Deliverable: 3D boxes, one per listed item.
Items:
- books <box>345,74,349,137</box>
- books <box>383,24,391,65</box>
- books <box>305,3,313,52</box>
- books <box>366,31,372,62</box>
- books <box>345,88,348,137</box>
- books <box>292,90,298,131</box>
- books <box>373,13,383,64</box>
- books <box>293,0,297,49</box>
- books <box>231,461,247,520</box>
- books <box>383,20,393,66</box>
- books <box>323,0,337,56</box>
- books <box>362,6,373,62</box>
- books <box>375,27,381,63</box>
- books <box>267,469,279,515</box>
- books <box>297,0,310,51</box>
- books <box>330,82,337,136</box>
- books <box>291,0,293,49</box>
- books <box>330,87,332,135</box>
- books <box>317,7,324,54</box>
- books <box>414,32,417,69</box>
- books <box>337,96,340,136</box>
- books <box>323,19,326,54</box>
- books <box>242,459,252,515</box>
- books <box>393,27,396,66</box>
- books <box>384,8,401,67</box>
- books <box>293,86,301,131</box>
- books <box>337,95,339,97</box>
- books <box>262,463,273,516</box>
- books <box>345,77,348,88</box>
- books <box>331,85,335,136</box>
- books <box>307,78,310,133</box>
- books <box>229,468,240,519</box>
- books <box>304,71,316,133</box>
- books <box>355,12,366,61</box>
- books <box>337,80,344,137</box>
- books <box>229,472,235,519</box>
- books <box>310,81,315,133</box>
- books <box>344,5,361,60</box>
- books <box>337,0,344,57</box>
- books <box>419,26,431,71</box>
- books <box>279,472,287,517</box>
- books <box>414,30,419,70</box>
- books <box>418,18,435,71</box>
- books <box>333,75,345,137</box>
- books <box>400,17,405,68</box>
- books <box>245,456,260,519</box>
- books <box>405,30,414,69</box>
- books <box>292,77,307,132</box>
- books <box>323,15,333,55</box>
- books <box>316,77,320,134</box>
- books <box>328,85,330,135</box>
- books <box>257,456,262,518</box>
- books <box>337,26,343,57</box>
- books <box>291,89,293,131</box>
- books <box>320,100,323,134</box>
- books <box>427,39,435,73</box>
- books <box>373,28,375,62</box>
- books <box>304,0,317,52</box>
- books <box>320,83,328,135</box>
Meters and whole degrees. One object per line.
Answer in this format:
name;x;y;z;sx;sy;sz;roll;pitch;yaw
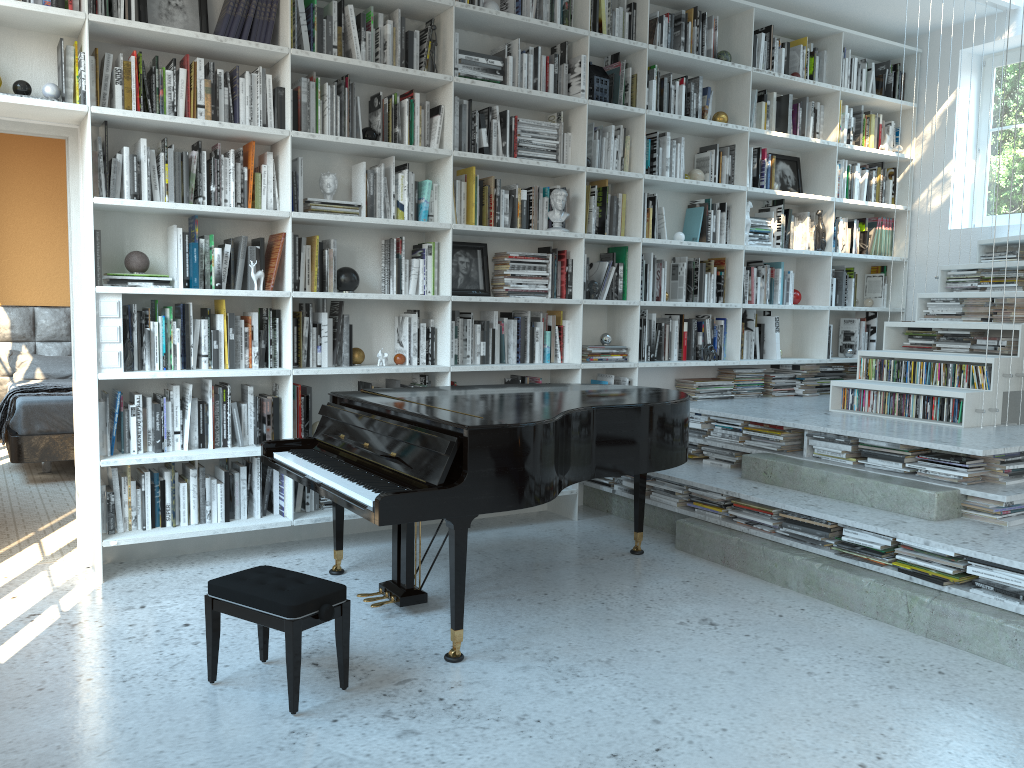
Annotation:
books;-0.843;-1.357;4.418;0.005;0.331;0.161;-2;6;-31
books;-0.657;-1.674;4.474;0.021;0.226;0.191;-2;6;-31
books;-0.990;-1.682;4.283;0.011;0.260;0.157;-2;6;-31
books;-0.746;-1.650;4.436;0.028;0.180;0.168;-2;6;-31
books;-0.850;-1.322;4.406;0.010;0.262;0.158;-2;6;-31
books;-1.072;-1.295;4.296;0.024;0.219;0.140;-2;6;-31
books;-0.689;-1.706;4.479;0.026;0.287;0.137;-2;6;-31
books;-1.056;-1.693;4.242;0.010;0.287;0.148;-2;6;-31
books;-1.326;0.514;4.307;0.027;0.256;0.179;-2;6;-31
books;-0.646;-1.694;4.501;0.028;0.261;0.135;-2;6;-31
books;-0.893;-1.701;4.339;0.023;0.294;0.155;-2;6;-31
books;-0.728;-1.714;4.440;0.012;0.308;0.145;-2;6;-31
books;-0.699;-1.665;4.463;0.010;0.208;0.173;-2;6;-31
books;-1.192;0.499;4.405;0.027;0.276;0.143;-2;6;-31
books;-1.026;-1.688;4.269;0.067;0.275;0.167;-2;6;-31
books;-0.898;-1.328;4.372;0.011;0.279;0.169;-2;6;-31
books;-1.078;-1.691;4.231;0.013;0.284;0.158;-2;6;-31
books;-0.920;-1.317;4.371;0.011;0.256;0.152;-2;6;-31
books;-0.958;-1.673;4.295;0.031;0.242;0.181;-2;6;-31
books;-0.536;-1.678;4.561;0.022;0.223;0.161;-2;6;-31
books;-0.885;-1.293;4.375;0.011;0.209;0.181;-2;6;-31
books;-0.942;-1.655;4.322;0.024;0.201;0.153;-2;6;-31
books;-1.309;0.508;4.344;0.040;0.264;0.137;-2;6;-31
books;-0.627;-1.679;4.510;0.013;0.231;0.141;-2;6;-31
books;-0.610;-1.720;4.504;0.011;0.314;0.183;-2;6;-31
books;-1.049;-1.305;4.293;0.012;0.240;0.134;-2;6;-31
books;-0.889;-1.304;4.401;0.011;0.226;0.129;-2;6;-31
books;-1.231;0.510;4.381;0.065;0.256;0.155;-2;6;-31
books;-0.849;-1.350;4.419;0.005;0.316;0.157;-2;6;-31
books;-0.903;-1.319;4.362;0.009;0.261;0.180;-2;6;-31
books;-1.012;-1.323;4.302;0.012;0.276;0.157;-2;6;-31
books;-1.348;0.530;4.298;0.022;0.225;0.140;-2;6;-31
books;-0.989;-1.346;4.330;0.011;0.317;0.154;-2;6;-31
books;-0.772;-1.692;4.424;0.027;0.265;0.168;-2;6;-31
books;-0.868;-1.335;4.387;0.011;0.292;0.176;-2;6;-31
books;-1.374;0.535;4.297;0.024;0.214;0.136;-2;6;-31
books;-0.997;-1.317;4.313;0.024;0.262;0.177;-2;6;-31
books;-0.808;-1.699;4.383;0.075;0.286;0.178;-2;6;-31
books;-0.858;-1.715;4.380;0.013;0.315;0.135;-2;6;-31
books;-0.480;-1.699;4.589;0.055;0.264;0.166;-2;6;-31
books;-1.152;0.523;4.383;0.017;0.233;0.212;-2;6;-31
books;-0.524;-1.687;4.586;0.024;0.237;0.152;-2;6;-31
books;-0.466;-1.719;4.595;0.058;0.303;0.175;-2;6;-31
books;-0.859;-1.351;4.406;0.004;0.321;0.153;-2;6;-31
books;-0.588;-1.711;4.545;0.022;0.291;0.146;-2;6;-31
books;-1.267;0.493;4.333;0.021;0.296;0.187;-2;6;-31
books;-0.556;-1.674;4.545;0.030;0.218;0.182;-2;6;-31
books;-1.030;-1.325;4.295;0.026;0.280;0.150;-2;6;-31
books;-0.916;-1.663;4.329;0.029;0.219;0.157;-2;6;-31
books;-0.969;-1.328;4.319;0.010;0.284;0.183;-2;6;-31
books;-0.926;-1.313;4.340;0.012;0.252;0.183;-2;6;-31
books;-1.252;0.489;4.339;0.012;0.304;0.165;-2;6;-31
books;-0.875;-1.647;4.368;0.034;0.180;0.160;-2;6;-31
books;-1.095;-1.297;4.283;0.029;0.225;0.136;-2;6;-31
books;-0.963;-1.281;4.348;0.029;0.187;0.149;-2;6;-31
books;-0.443;-1.677;4.642;0.028;0.212;0.134;-2;6;-31
books;-0.727;-1.669;4.476;0.024;0.212;0.128;-2;6;-31
books;-0.975;-1.709;4.279;0.012;0.315;0.171;-2;6;-31
books;-0.934;-1.318;4.333;0.009;0.263;0.189;-2;6;-31
